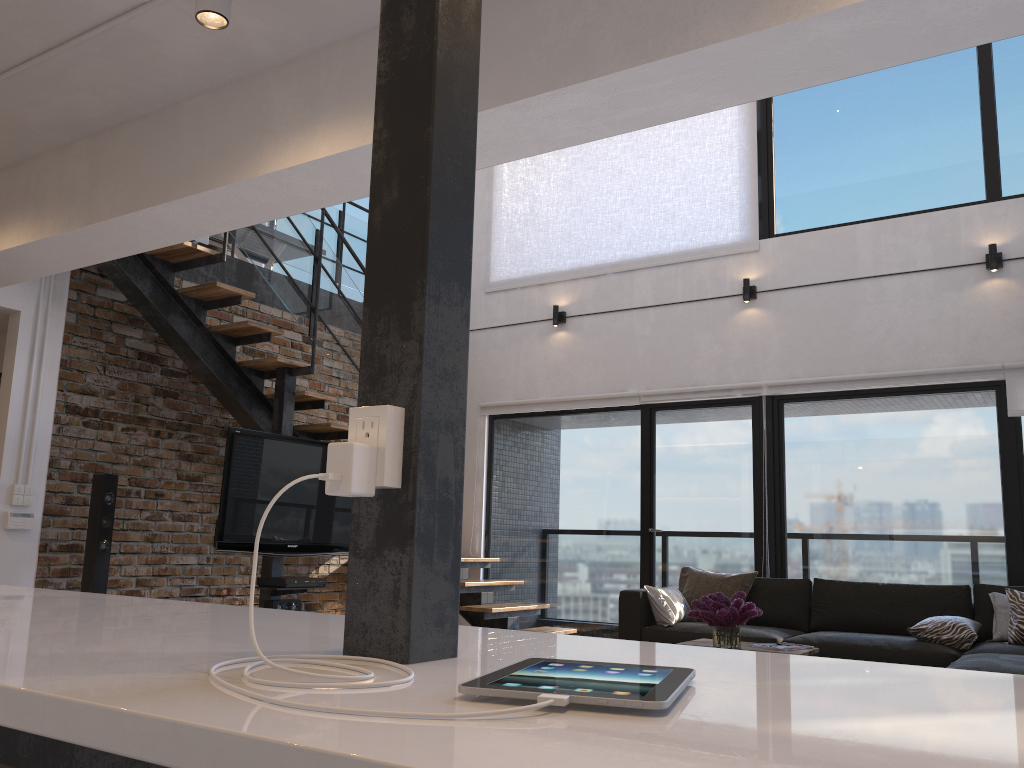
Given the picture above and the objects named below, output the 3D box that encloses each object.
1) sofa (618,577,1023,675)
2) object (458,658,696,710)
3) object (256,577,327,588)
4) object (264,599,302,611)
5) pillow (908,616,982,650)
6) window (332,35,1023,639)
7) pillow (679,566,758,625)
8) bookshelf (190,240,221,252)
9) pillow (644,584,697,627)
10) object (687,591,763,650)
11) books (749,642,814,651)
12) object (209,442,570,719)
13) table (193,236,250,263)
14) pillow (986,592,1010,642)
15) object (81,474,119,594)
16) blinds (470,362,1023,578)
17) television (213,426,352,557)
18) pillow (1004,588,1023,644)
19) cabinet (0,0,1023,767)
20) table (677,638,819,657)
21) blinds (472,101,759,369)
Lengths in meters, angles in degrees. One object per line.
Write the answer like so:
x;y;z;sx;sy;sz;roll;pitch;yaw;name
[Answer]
1.712;1.399;4.642;3.045;0.698;3.005;-5;-12;32;sofa
0.073;0.292;0.864;0.188;0.013;0.241;-2;-11;18;object
-1.422;1.285;5.748;0.275;0.058;0.361;-5;-12;32;object
-1.491;1.461;5.767;0.089;0.111;0.247;-5;-12;32;object
2.541;1.449;5.190;0.356;0.177;0.532;-4;-12;30;pillow
0.884;-0.712;5.603;13.405;5.553;5.675;-5;-12;32;window
1.389;1.476;6.196;0.610;0.381;0.265;-5;-12;33;pillow
-4.346;-1.666;9.540;0.307;2.275;2.722;-4;-12;32;bookshelf
1.078;1.495;5.987;0.212;0.265;0.499;-5;-12;33;pillow
1.071;1.161;4.408;0.342;0.342;0.375;-5;-12;34;object
1.436;1.395;4.713;0.295;0.013;0.229;9;-13;-36;books
-0.152;0.166;0.865;0.214;0.246;0.418;9;-12;-35;object
-2.600;-1.088;7.841;0.744;0.634;1.864;-5;-12;32;table
3.063;1.360;5.087;0.612;0.293;0.235;-5;-12;33;pillow
-2.464;1.136;5.245;0.271;1.203;0.271;-2;-10;23;object
1.918;0.980;6.614;5.372;2.039;0.096;-5;-12;32;blinds
-1.458;0.748;5.859;0.136;0.781;1.209;-5;-12;33;television
3.033;1.307;4.927;0.532;0.313;0.251;-6;-12;36;pillow
-1.933;-0.184;1.456;9.120;2.864;2.478;-5;-12;32;cabinet
1.034;1.499;4.343;0.697;0.349;1.301;-5;-12;32;table
-0.553;-1.773;7.622;10.203;2.968;2.000;0;-10;11;blinds
